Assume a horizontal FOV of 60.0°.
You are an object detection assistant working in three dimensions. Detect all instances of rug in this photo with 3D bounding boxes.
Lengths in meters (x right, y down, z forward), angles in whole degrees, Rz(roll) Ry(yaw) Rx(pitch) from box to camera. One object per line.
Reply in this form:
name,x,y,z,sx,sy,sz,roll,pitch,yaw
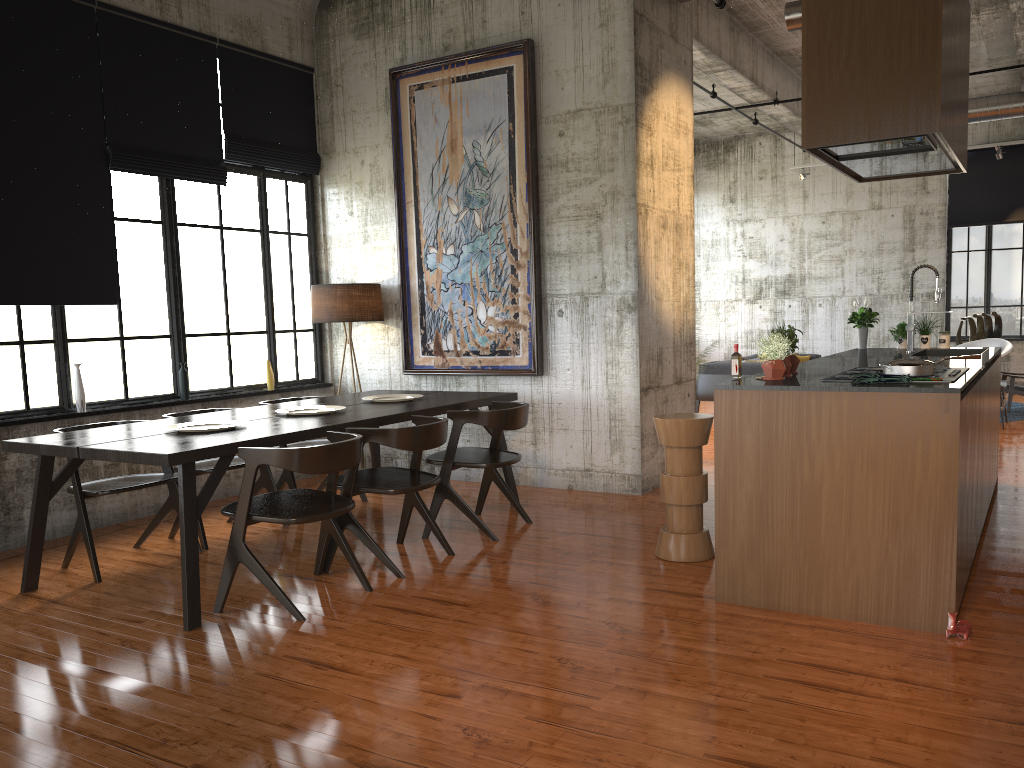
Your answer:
rug,5.894,0.391,14.479,4.844,0.009,4.833,-3,4,-12

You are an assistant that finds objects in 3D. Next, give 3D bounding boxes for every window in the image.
window,-3.142,-1.523,8.193,0.050,3.447,3.801,2,6,31
window,9.258,-2.501,16.047,2.578,3.447,0.050,2,7,31

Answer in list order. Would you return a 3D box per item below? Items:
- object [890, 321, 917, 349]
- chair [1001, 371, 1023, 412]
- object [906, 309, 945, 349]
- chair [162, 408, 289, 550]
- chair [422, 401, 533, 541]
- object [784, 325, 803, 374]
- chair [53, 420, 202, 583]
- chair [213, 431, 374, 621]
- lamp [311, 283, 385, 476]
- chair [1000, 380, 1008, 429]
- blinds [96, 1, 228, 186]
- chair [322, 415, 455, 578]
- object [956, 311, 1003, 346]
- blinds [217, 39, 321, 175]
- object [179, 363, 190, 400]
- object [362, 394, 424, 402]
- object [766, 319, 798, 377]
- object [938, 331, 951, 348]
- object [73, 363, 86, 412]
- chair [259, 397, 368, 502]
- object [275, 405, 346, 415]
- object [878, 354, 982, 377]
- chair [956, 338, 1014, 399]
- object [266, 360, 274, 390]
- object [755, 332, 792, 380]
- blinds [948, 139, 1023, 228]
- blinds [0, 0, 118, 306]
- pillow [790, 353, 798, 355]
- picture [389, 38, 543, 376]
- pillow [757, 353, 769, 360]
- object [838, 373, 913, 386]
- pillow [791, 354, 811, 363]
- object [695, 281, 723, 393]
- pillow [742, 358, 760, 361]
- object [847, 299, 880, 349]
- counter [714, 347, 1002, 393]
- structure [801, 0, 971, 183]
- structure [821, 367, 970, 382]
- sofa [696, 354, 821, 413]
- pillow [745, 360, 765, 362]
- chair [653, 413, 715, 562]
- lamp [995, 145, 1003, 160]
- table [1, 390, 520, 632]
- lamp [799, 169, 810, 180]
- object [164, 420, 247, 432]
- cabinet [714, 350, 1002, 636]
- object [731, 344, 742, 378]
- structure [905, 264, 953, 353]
object,3.695,-0.465,8.379,0.231,0.258,0.236,-4,6,-20
chair,7.928,-0.001,13.526,1.043,0.796,0.872,0,6,21
object,3.854,-0.522,8.250,0.361,0.383,0.305,-4,6,-25
chair,-2.360,0.726,7.165,0.769,0.996,0.876,2,6,32
chair,-0.251,0.668,7.032,0.769,0.996,0.876,1,6,27
object,1.770,-0.224,5.676,0.178,0.312,0.172,2,7,37
chair,-2.824,0.800,6.400,0.769,0.996,0.876,1,6,31
chair,-1.298,0.828,5.388,0.769,0.996,0.876,2,6,32
lamp,-1.687,-0.004,9.304,0.751,2.063,0.751,4,8,43
chair,6.250,0.163,12.089,0.874,0.796,1.040,1,6,32
blinds,-3.112,-2.565,7.996,0.052,1.402,1.251,2,7,31
chair,-0.833,0.754,6.154,0.769,0.996,0.876,1,6,31
object,8.474,-0.666,16.096,0.727,1.300,0.455,4,8,43
blinds,-2.450,-2.799,9.079,0.052,1.145,1.293,2,6,31
object,-3.054,-0.022,8.250,0.080,0.353,0.080,-5,7,-28
object,-1.022,0.123,7.601,0.526,0.025,0.525,2,6,41
object,1.649,-0.232,5.463,0.186,0.369,0.196,-4,6,-19
object,3.981,-0.407,8.161,0.107,0.158,0.107,-4,6,-24
object,-3.594,0.032,7.367,0.082,0.412,0.082,-3,6,-8
chair,-1.842,0.642,8.034,0.769,0.996,0.876,1,6,31
object,-1.532,0.204,6.761,0.526,0.025,0.525,2,6,41
object,2.419,-0.109,5.044,0.728,0.121,0.330,-4,5,-23
chair,8.065,-0.260,15.258,0.806,1.034,1.055,-4,6,-19
object,-2.501,-0.095,9.158,0.073,0.319,0.074,-3,6,-6
object,1.546,-0.170,5.253,0.221,0.284,0.210,3,7,39
blinds,9.128,-3.607,15.779,2.442,1.469,0.150,1,7,31
blinds,-3.755,-1.897,7.009,0.034,2.542,1.212,2,7,31
pillow,4.823,-0.396,15.887,0.536,0.447,0.259,2,7,38
picture,-0.474,-1.639,8.756,1.654,3.131,0.141,2,7,31
pillow,4.566,-0.371,15.907,0.228,0.372,0.404,3,7,40
object,1.937,-0.036,4.760,0.391,0.068,0.184,-3,5,-12
pillow,5.090,-0.371,15.693,0.434,0.320,0.168,-1,6,6
object,1.701,-0.188,10.392,1.510,2.070,1.885,-6,7,-36
pillow,3.868,-0.256,14.255,0.364,0.316,0.170,0,6,21
object,3.368,-0.585,8.503,0.304,0.504,0.268,-4,6,-16
counter,2.796,-0.079,6.535,1.244,0.175,4.351,1,5,31
structure,2.211,-1.862,5.133,0.663,1.129,1.624,2,6,31
structure,2.321,-0.066,5.309,0.678,0.019,1.094,1,5,31
sofa,4.257,-0.028,15.096,1.361,0.864,2.996,1,6,33
pillow,3.991,-0.227,14.039,0.536,0.447,0.259,2,7,38
chair,1.181,0.699,6.088,0.409,0.966,0.409,-1,6,10
lamp,8.298,-3.929,15.097,0.165,0.252,0.102,-6,7,-33
table,-1.576,0.719,6.825,1.638,1.009,3.692,1,5,31
lamp,5.541,-3.969,16.817,0.260,0.212,0.101,-4,6,-24
object,-2.042,0.285,5.921,0.526,0.025,0.525,2,6,41
cabinet,2.815,0.480,6.597,1.244,1.247,4.348,1,6,31
object,1.383,-0.143,5.467,0.056,0.209,0.055,2,7,31
structure,3.549,-0.645,7.533,0.360,0.752,0.168,2,7,31
